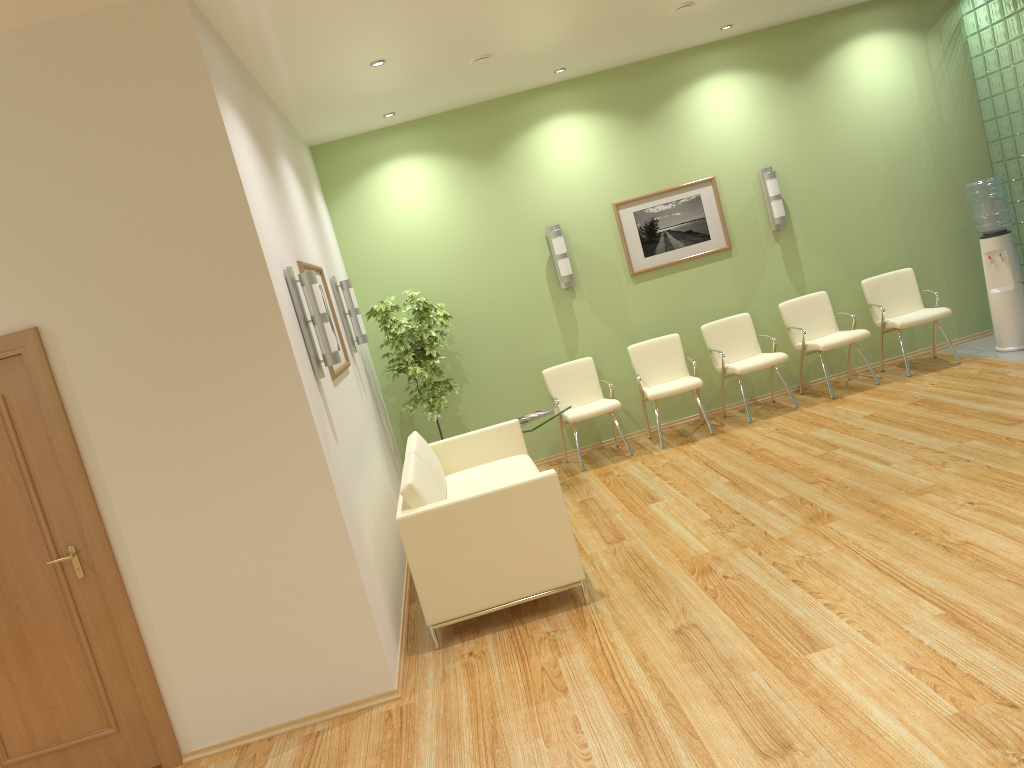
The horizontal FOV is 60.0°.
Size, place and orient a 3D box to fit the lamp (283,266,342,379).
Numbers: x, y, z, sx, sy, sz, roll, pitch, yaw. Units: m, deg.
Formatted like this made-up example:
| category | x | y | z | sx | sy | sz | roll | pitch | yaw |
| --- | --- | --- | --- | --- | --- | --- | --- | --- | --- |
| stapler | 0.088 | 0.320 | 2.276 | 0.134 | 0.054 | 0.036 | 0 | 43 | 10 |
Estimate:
| category | x | y | z | sx | sy | sz | roll | pitch | yaw |
| --- | --- | --- | --- | --- | --- | --- | --- | --- | --- |
| lamp | -0.998 | -0.322 | 4.480 | 0.142 | 0.580 | 0.134 | -16 | 7 | -4 |

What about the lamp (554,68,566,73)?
| category | x | y | z | sx | sy | sz | roll | pitch | yaw |
| --- | --- | --- | --- | --- | --- | --- | --- | --- | --- |
| lamp | 0.409 | -2.668 | 7.556 | 0.105 | 0.011 | 0.105 | -18 | 7 | -23 |

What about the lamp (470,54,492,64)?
| category | x | y | z | sx | sy | sz | roll | pitch | yaw |
| --- | --- | --- | --- | --- | --- | --- | --- | --- | --- |
| lamp | -0.224 | -2.350 | 6.440 | 0.167 | 0.024 | 0.167 | -22 | 9 | -43 |

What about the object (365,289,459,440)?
| category | x | y | z | sx | sy | sz | roll | pitch | yaw |
| --- | --- | --- | --- | --- | --- | --- | --- | --- | --- |
| object | -0.683 | 0.123 | 7.619 | 0.668 | 1.900 | 0.943 | -15 | 7 | 4 |

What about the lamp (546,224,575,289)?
| category | x | y | z | sx | sy | sz | roll | pitch | yaw |
| --- | --- | --- | --- | --- | --- | --- | --- | --- | --- |
| lamp | 0.452 | -1.169 | 8.124 | 0.134 | 0.580 | 0.142 | -16 | 7 | -4 |

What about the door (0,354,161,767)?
| category | x | y | z | sx | sy | sz | roll | pitch | yaw |
| --- | --- | --- | --- | --- | --- | --- | --- | --- | --- |
| door | -2.295 | 0.937 | 4.007 | 0.823 | 2.001 | 0.098 | -16 | 7 | -4 |

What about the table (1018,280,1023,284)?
| category | x | y | z | sx | sy | sz | roll | pitch | yaw |
| --- | --- | --- | --- | --- | --- | --- | --- | --- | --- |
| table | 4.583 | -0.595 | 7.188 | 0.581 | 0.614 | 0.581 | -14 | 7 | 10 |

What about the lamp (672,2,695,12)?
| category | x | y | z | sx | sy | sz | roll | pitch | yaw |
| --- | --- | --- | --- | --- | --- | --- | --- | --- | --- |
| lamp | 1.266 | -2.771 | 6.538 | 0.167 | 0.024 | 0.167 | -22 | 9 | -43 |

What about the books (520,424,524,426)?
| category | x | y | z | sx | sy | sz | roll | pitch | yaw |
| --- | --- | --- | --- | --- | --- | --- | --- | --- | --- |
| books | -0.077 | 0.349 | 7.156 | 0.230 | 0.031 | 0.328 | -18 | 7 | -23 |

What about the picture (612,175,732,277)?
| category | x | y | z | sx | sy | sz | roll | pitch | yaw |
| --- | --- | --- | --- | --- | --- | --- | --- | --- | --- |
| picture | 1.494 | -1.470 | 8.251 | 1.000 | 0.700 | 0.025 | -16 | 7 | -4 |

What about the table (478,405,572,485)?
| category | x | y | z | sx | sy | sz | roll | pitch | yaw |
| --- | --- | --- | --- | --- | --- | --- | --- | --- | --- |
| table | 0.097 | 0.618 | 7.322 | 0.736 | 0.614 | 0.736 | -11 | 8 | 31 |

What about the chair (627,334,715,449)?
| category | x | y | z | sx | sy | sz | roll | pitch | yaw |
| --- | --- | --- | --- | --- | --- | --- | --- | --- | --- |
| chair | 1.411 | 0.042 | 7.937 | 0.536 | 0.881 | 0.650 | -15 | 7 | 1 |

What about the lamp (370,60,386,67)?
| category | x | y | z | sx | sy | sz | roll | pitch | yaw |
| --- | --- | --- | --- | --- | --- | --- | --- | --- | --- |
| lamp | -0.878 | -2.101 | 5.818 | 0.105 | 0.011 | 0.105 | -11 | 8 | 30 |

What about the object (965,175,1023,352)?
| category | x | y | z | sx | sy | sz | roll | pitch | yaw |
| --- | --- | --- | --- | --- | --- | --- | --- | --- | --- |
| object | 4.281 | -1.049 | 7.761 | 0.353 | 1.506 | 0.353 | -15 | 7 | 3 |

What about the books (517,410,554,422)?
| category | x | y | z | sx | sy | sz | roll | pitch | yaw |
| --- | --- | --- | --- | --- | --- | --- | --- | --- | --- |
| books | 0.153 | 0.263 | 7.344 | 0.328 | 0.031 | 0.230 | -19 | 8 | -28 |

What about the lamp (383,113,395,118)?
| category | x | y | z | sx | sy | sz | roll | pitch | yaw |
| --- | --- | --- | --- | --- | --- | --- | --- | --- | --- |
| lamp | -1.032 | -2.262 | 7.461 | 0.105 | 0.011 | 0.105 | -13 | 7 | 22 |

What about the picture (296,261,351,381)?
| category | x | y | z | sx | sy | sz | roll | pitch | yaw |
| --- | --- | --- | --- | --- | --- | --- | --- | --- | --- |
| picture | -1.151 | -0.406 | 5.505 | 0.025 | 0.700 | 1.000 | -16 | 7 | -4 |

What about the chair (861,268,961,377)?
| category | x | y | z | sx | sy | sz | roll | pitch | yaw |
| --- | --- | --- | --- | --- | --- | --- | --- | --- | --- |
| chair | 3.621 | -0.581 | 8.080 | 0.536 | 0.881 | 0.650 | -15 | 7 | 1 |

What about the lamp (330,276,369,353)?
| category | x | y | z | sx | sy | sz | roll | pitch | yaw |
| --- | --- | --- | --- | --- | --- | --- | --- | --- | --- |
| lamp | -1.190 | -0.522 | 6.529 | 0.142 | 0.580 | 0.134 | -16 | 7 | -4 |

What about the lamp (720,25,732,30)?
| category | x | y | z | sx | sy | sz | roll | pitch | yaw |
| --- | --- | --- | --- | --- | --- | --- | --- | --- | --- |
| lamp | 1.850 | -3.075 | 7.651 | 0.105 | 0.011 | 0.105 | -18 | 7 | -23 |

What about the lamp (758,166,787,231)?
| category | x | y | z | sx | sy | sz | roll | pitch | yaw |
| --- | --- | --- | --- | --- | --- | --- | --- | --- | --- |
| lamp | 2.438 | -1.729 | 8.255 | 0.134 | 0.580 | 0.142 | -16 | 7 | -4 |
